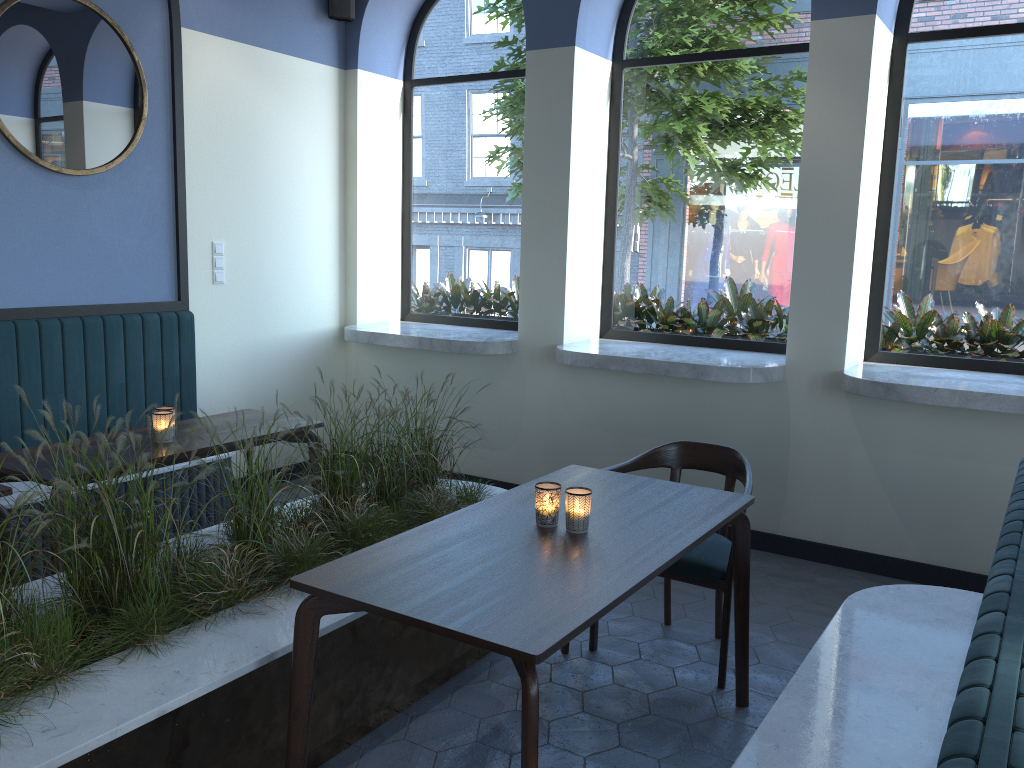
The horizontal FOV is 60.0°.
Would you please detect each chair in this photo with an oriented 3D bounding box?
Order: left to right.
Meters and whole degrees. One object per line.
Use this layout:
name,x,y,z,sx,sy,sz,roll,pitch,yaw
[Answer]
chair,0.653,0.662,3.463,0.618,0.793,0.525,7,10,31

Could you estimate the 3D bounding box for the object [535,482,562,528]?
object,0.104,0.355,2.603,0.078,0.120,0.078,-6,12,-40

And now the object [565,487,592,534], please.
object,0.190,0.365,2.556,0.078,0.120,0.078,-6,12,-40

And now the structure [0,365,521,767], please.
structure,-1.435,0.612,2.035,1.143,1.207,4.878,7,11,33

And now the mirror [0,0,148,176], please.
mirror,-3.069,-1.360,2.803,0.026,1.089,4.357,7,10,31

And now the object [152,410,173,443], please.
object,-1.383,0.170,3.516,0.078,0.120,0.078,4,9,15

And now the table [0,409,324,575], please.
table,-1.404,0.591,3.650,0.548,0.755,1.332,7,10,32

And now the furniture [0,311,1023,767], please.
furniture,-1.148,0.677,1.861,4.703,1.150,4.800,7,10,31

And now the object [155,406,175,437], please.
object,-1.409,0.154,3.609,0.078,0.120,0.078,4,9,15

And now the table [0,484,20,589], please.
table,-2.150,0.752,2.476,0.548,0.755,1.332,7,10,32
